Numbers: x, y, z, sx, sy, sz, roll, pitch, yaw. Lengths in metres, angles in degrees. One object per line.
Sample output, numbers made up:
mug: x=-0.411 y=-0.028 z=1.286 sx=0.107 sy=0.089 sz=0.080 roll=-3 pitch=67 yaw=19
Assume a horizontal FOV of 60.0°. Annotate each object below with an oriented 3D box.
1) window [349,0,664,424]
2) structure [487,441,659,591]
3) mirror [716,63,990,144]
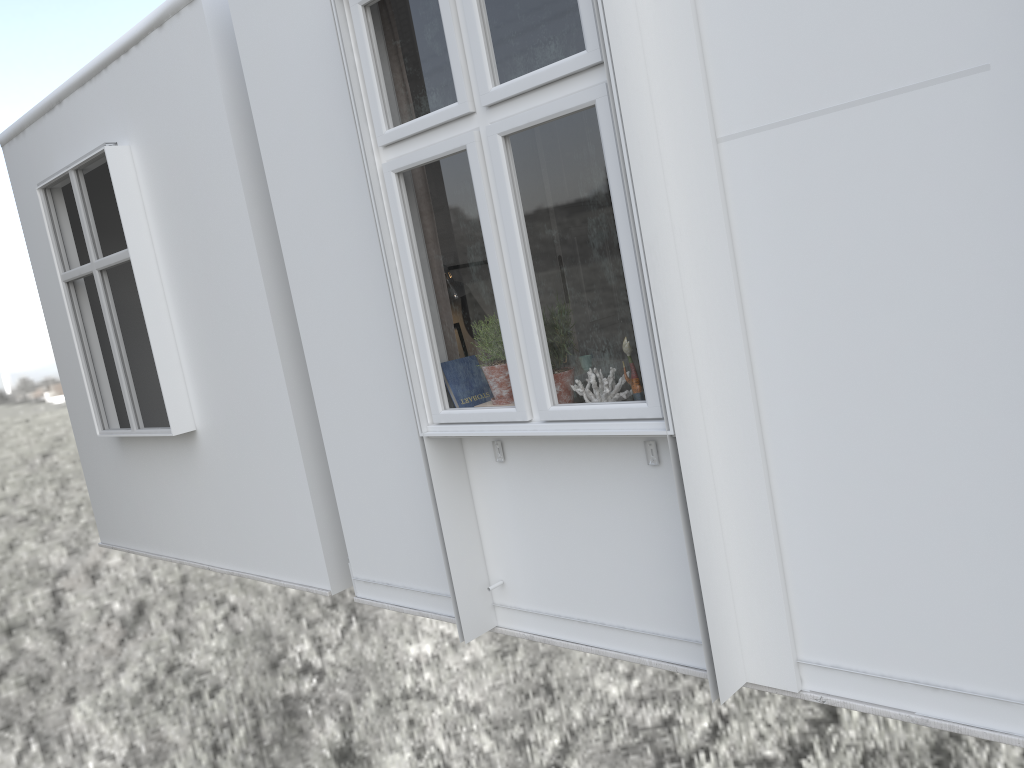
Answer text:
window: x=-0.041 y=-0.621 z=2.758 sx=1.047 sy=1.536 sz=0.079 roll=-4 pitch=10 yaw=45
structure: x=0.265 y=0.461 z=2.983 sx=0.935 sy=0.600 sz=0.216 roll=-4 pitch=10 yaw=45
mirror: x=0.960 y=0.079 z=2.242 sx=0.668 sy=1.553 sz=0.145 roll=-4 pitch=10 yaw=45
